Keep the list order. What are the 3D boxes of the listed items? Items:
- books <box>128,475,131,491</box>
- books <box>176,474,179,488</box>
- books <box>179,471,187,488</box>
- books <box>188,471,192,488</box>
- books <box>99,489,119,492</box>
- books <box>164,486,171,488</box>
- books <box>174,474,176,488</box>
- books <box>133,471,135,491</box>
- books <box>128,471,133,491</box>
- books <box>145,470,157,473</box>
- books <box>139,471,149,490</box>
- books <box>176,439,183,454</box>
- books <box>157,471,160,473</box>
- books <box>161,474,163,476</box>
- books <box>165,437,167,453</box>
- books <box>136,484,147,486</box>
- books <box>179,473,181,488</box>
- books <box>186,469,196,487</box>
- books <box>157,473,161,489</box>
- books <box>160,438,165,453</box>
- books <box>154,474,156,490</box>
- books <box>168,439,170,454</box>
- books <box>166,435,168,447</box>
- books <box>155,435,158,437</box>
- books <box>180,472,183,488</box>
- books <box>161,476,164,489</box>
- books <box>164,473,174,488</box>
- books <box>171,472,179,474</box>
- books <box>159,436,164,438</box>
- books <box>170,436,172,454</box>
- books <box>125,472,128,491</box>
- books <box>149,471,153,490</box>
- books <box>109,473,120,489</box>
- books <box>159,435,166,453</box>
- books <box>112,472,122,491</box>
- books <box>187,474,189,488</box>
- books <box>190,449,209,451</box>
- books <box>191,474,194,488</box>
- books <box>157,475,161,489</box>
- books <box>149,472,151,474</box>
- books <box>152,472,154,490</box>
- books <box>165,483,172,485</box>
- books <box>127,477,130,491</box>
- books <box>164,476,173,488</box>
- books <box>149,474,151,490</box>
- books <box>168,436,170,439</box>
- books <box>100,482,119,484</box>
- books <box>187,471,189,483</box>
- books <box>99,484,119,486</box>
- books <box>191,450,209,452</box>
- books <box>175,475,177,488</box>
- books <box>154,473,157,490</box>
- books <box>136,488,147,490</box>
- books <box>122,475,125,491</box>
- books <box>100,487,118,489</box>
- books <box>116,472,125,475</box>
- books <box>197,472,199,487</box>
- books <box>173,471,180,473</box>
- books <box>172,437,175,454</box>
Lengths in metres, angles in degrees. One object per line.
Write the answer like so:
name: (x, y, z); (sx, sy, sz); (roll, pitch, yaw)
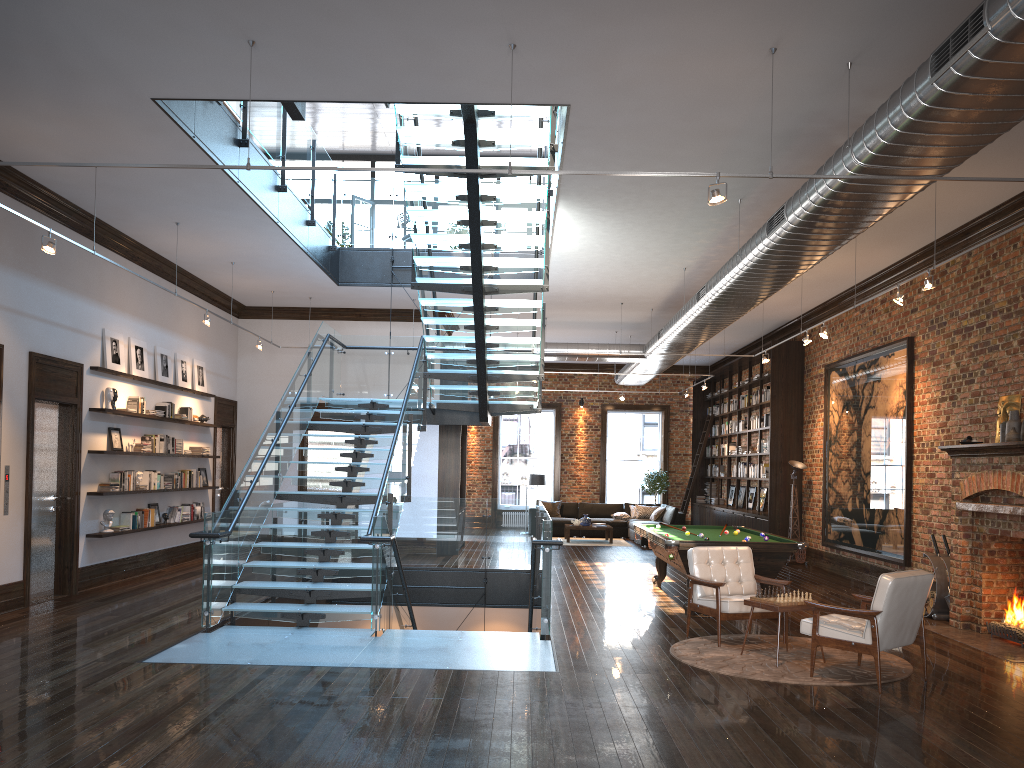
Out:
books: (-4.997, 1.272, 11.438); (0.150, 0.210, 0.035); (1, -1, 1)
books: (-4.960, 1.419, 12.974); (0.164, 0.216, 0.012); (1, -1, 1)
books: (-4.969, 1.434, 13.349); (0.128, 0.259, 0.035); (1, -1, 1)
books: (-4.954, 1.448, 13.488); (0.161, 0.258, 0.019); (1, -1, 1)
books: (-5.004, 1.321, 11.022); (0.143, 0.028, 0.236); (1, -5, 1)
books: (-4.986, 1.471, 12.683); (0.142, 0.011, 0.257); (1, -6, -3)
books: (-4.978, 1.417, 12.906); (0.154, 0.206, 0.010); (1, -1, 1)
books: (-5.003, 1.266, 11.595); (0.141, 0.251, 0.012); (1, -1, 1)
books: (-5.003, 1.260, 11.530); (0.130, 0.252, 0.027); (1, -1, 1)
books: (-4.980, 1.321, 12.229); (0.157, 0.265, 0.011); (1, -1, 1)
books: (-4.984, 1.306, 11.996); (0.141, 0.251, 0.012); (1, -1, 1)
books: (-4.960, 0.931, 13.185); (0.142, 0.224, 0.012); (1, -1, 1)
books: (-5.001, 1.350, 12.445); (0.124, 0.248, 0.010); (1, -1, 1)
books: (-4.987, 1.374, 12.506); (0.143, 0.213, 0.042); (1, -1, 1)
books: (-4.966, 0.864, 12.550); (0.163, 0.234, 0.025); (1, -1, 1)
books: (-4.992, 1.346, 11.839); (0.141, 0.011, 0.288); (1, -6, -3)
books: (-4.979, 1.431, 13.169); (0.115, 0.229, 0.025); (1, -1, 1)
books: (-4.959, 1.456, 13.698); (0.145, 0.281, 0.006); (1, -1, 1)
books: (-4.993, 1.362, 12.433); (0.142, 0.224, 0.012); (1, -1, 1)
books: (-4.954, 0.862, 12.392); (0.184, 0.209, 0.064); (1, -1, 1)
books: (-4.982, 1.342, 12.197); (0.150, 0.218, 0.028); (1, -1, 1)
books: (-4.968, 0.890, 12.686); (0.136, 0.209, 0.066); (1, -1, 1)
books: (-4.974, 0.854, 12.598); (0.158, 0.265, 0.011); (1, -1, 1)
books: (-4.976, 0.829, 12.266); (0.146, 0.248, 0.006); (1, -1, 1)
books: (-4.973, 1.432, 13.213); (0.136, 0.235, 0.014); (1, -1, 1)
books: (-4.977, 1.387, 12.487); (0.138, 0.184, 0.053); (1, -1, 1)
books: (-4.981, 1.404, 12.894); (0.142, 0.228, 0.014); (1, -1, 1)
books: (-4.988, 1.424, 13.117); (0.119, 0.232, 0.014); (1, -1, 1)
books: (-4.975, 0.855, 12.458); (0.150, 0.235, 0.026); (1, -1, 1)
books: (-4.974, 0.876, 12.781); (0.143, 0.257, 0.049); (1, -1, 1)
books: (-4.990, 1.248, 11.352); (0.139, 0.242, 0.015); (1, -1, 1)
books: (-4.980, 1.315, 12.094); (0.148, 0.252, 0.012); (1, -1, 1)
books: (-5.012, 1.239, 11.179); (0.125, 0.226, 0.048); (1, -1, 1)
books: (-4.973, 0.847, 12.511); (0.158, 0.262, 0.026); (1, -1, 1)
books: (-4.996, 1.237, 11.209); (0.134, 0.236, 0.013); (1, -1, 1)
books: (-4.970, 1.466, 13.406); (0.159, 0.204, 0.015); (1, -1, 1)
books: (-4.936, 1.045, 14.021); (0.193, 0.007, 0.347); (1, -6, -2)
books: (-4.952, 1.476, 13.542); (0.166, 0.213, 0.027); (1, -1, 1)
books: (-4.977, 1.364, 12.335); (0.158, 0.201, 0.060); (1, -1, 1)
books: (-4.990, 1.321, 12.077); (0.133, 0.236, 0.022); (1, -1, 1)
books: (-4.986, 1.327, 12.153); (0.153, 0.239, 0.010); (1, -1, 1)
books: (-4.982, 1.428, 12.683); (0.141, 0.011, 0.289); (1, -6, -4)
books: (-4.997, 1.285, 11.413); (0.142, 0.179, 0.013); (1, -1, 1)
books: (-4.991, 1.428, 12.862); (0.128, 0.175, 0.050); (1, -1, 1)
books: (-4.979, 1.325, 12.027); (0.154, 0.218, 0.030); (1, -1, 1)
books: (-4.979, 0.873, 12.731); (0.115, 0.252, 0.022); (1, -1, 1)
books: (-5.004, 1.234, 11.027); (0.135, 0.014, 0.216); (1, -6, 1)
books: (-4.967, 1.441, 13.424); (0.144, 0.259, 0.019); (1, -1, 1)
books: (-5.001, 1.253, 11.008); (0.143, 0.027, 0.220); (1, -5, 6)
books: (-4.944, 1.059, 14.018); (0.195, 0.008, 0.309); (1, -6, 1)
books: (-4.968, 1.423, 12.925); (0.163, 0.197, 0.029); (1, -1, 1)
books: (-4.973, 1.336, 12.217); (0.170, 0.234, 0.012); (1, -1, 1)
books: (-5.001, 1.400, 11.839); (0.142, 0.011, 0.255); (1, -6, 1)
books: (-4.992, 1.259, 11.264); (0.156, 0.202, 0.013); (1, -1, 1)
books: (-5.007, 1.294, 11.028); (0.154, 0.028, 0.192); (2, -5, -4)
books: (-4.998, 1.243, 11.290); (0.128, 0.240, 0.012); (1, -1, 1)
books: (-4.948, 1.482, 13.774); (0.169, 0.246, 0.013); (1, -1, 1)
books: (-4.988, 1.425, 13.194); (0.095, 0.246, 0.025); (1, -1, 1)
books: (-4.962, 0.889, 12.816); (0.169, 0.237, 0.021); (1, -1, 1)
